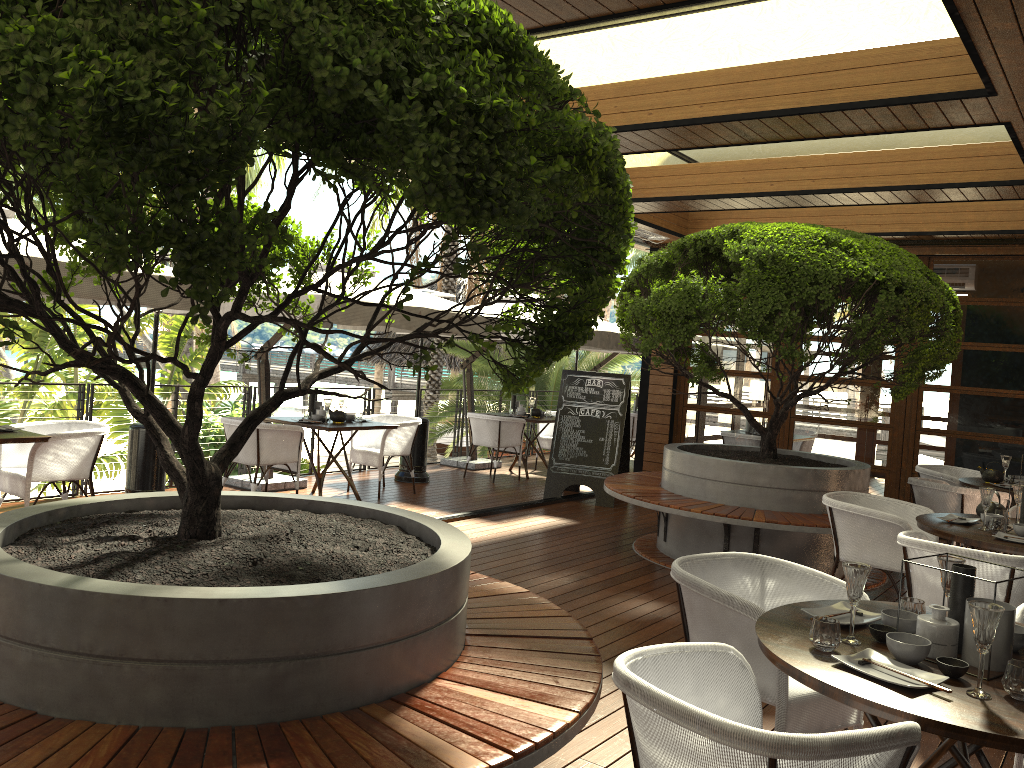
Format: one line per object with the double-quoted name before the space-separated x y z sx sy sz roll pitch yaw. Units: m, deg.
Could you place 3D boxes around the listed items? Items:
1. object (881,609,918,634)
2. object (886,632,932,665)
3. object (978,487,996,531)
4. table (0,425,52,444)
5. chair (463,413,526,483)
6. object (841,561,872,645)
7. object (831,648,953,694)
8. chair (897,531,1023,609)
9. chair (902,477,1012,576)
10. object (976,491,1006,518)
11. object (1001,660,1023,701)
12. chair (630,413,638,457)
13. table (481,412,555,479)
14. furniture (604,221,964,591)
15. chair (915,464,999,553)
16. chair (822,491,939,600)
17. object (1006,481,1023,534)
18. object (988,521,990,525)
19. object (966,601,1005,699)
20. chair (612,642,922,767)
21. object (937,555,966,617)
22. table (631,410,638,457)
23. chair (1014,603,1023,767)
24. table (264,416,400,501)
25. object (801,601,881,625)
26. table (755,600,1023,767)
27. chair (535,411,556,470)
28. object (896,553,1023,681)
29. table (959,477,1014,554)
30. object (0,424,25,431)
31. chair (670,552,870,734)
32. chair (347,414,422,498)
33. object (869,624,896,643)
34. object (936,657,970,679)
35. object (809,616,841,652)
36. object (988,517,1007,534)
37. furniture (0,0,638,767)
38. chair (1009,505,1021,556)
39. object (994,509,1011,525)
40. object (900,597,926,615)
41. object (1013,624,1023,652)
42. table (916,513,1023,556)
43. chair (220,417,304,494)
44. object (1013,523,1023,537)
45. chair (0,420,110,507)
"object" 1.187 0.735 2.706 0.116 0.065 0.116 4 2 -11
"object" 1.096 0.737 2.454 0.116 0.065 0.116 3 2 -34
"object" 2.587 0.682 4.842 0.082 0.227 0.082 3 1 -45
"table" -3.723 0.680 5.782 0.932 0.749 0.931 5 2 35
"chair" -0.231 0.753 10.687 0.628 0.788 0.616 5 2 36
"object" 1.001 0.641 2.596 0.082 0.227 0.082 3 1 -36
"object" 1.004 0.755 2.310 0.170 0.025 0.295 3 2 -32
"chair" 2.195 1.145 4.311 0.628 0.788 0.616 5 2 41
"chair" 3.404 1.148 6.858 0.616 0.788 0.628 4 1 -24
"object" 2.816 0.713 5.206 0.163 0.179 0.168 3 2 -44
"object" 1.282 0.747 2.228 0.086 0.086 0.086 4 1 8
"chair" 1.712 0.804 13.421 0.628 0.788 0.616 5 2 36
"table" 0.198 0.782 11.301 0.932 0.749 0.931 5 2 35
"furniture" 2.098 0.095 7.136 2.569 2.722 2.720 4 1 0
"chair" 3.942 1.152 7.908 0.627 0.788 0.617 4 1 -24
"chair" 2.240 1.108 5.490 0.617 0.788 0.627 5 2 41
"object" 2.872 0.688 4.824 0.264 0.264 0.263 5 2 39
"object" 2.665 0.782 4.888 0.080 0.042 0.080 5 2 13
"object" 1.179 0.667 2.223 0.082 0.227 0.082 3 1 -43
"chair" 0.558 1.097 2.154 0.616 0.788 0.628 3 1 -34
"object" 1.376 0.662 2.796 0.082 0.227 0.082 3 1 -43
"table" 2.159 0.833 14.060 0.932 0.749 0.931 5 2 35
"chair" 2.130 1.182 3.066 0.616 0.788 0.628 3 1 -34
"table" -1.763 0.731 8.542 0.932 0.749 0.931 5 2 35
"object" 1.045 0.741 2.827 0.294 0.025 0.170 3 2 -37
"table" 1.269 1.155 2.534 1.166 0.749 1.166 5 2 15
"chair" 0.689 0.778 11.938 0.628 0.788 0.616 5 2 36
"object" 1.293 0.650 2.523 0.263 0.264 0.264 3 2 -37
"table" 4.223 1.216 7.152 1.166 0.749 1.166 4 2 4
"object" -3.490 0.300 6.064 0.295 0.025 0.170 6 2 35
"chair" 0.906 1.085 3.281 0.627 0.788 0.617 3 1 -34
"chair" -1.297 0.727 9.143 0.628 0.788 0.616 5 2 36
"object" 1.098 0.743 2.625 0.080 0.042 0.080 3 2 -38
"object" 1.167 0.757 2.351 0.080 0.042 0.080 4 2 -4
"object" 0.887 0.709 2.509 0.086 0.086 0.086 5 1 13
"object" 2.596 0.759 4.739 0.086 0.086 0.086 4 1 -1
"furniture" -0.960 0.011 2.954 2.617 2.722 2.694 5 2 26
"chair" 3.478 1.195 5.600 0.628 0.788 0.616 5 2 41
"object" 2.793 0.763 5.057 0.086 0.086 0.086 4 1 4
"object" 1.266 0.727 2.808 0.086 0.086 0.086 4 1 8
"object" 1.483 0.759 2.647 0.116 0.065 0.116 3 2 -34
"table" 2.816 1.190 4.849 1.166 0.749 1.166 4 2 4
"chair" -2.251 0.700 7.844 0.628 0.788 0.616 5 2 36
"object" 2.712 0.780 4.687 0.116 0.065 0.116 3 2 -30
"chair" -3.276 0.675 6.359 0.628 0.788 0.616 5 2 36
